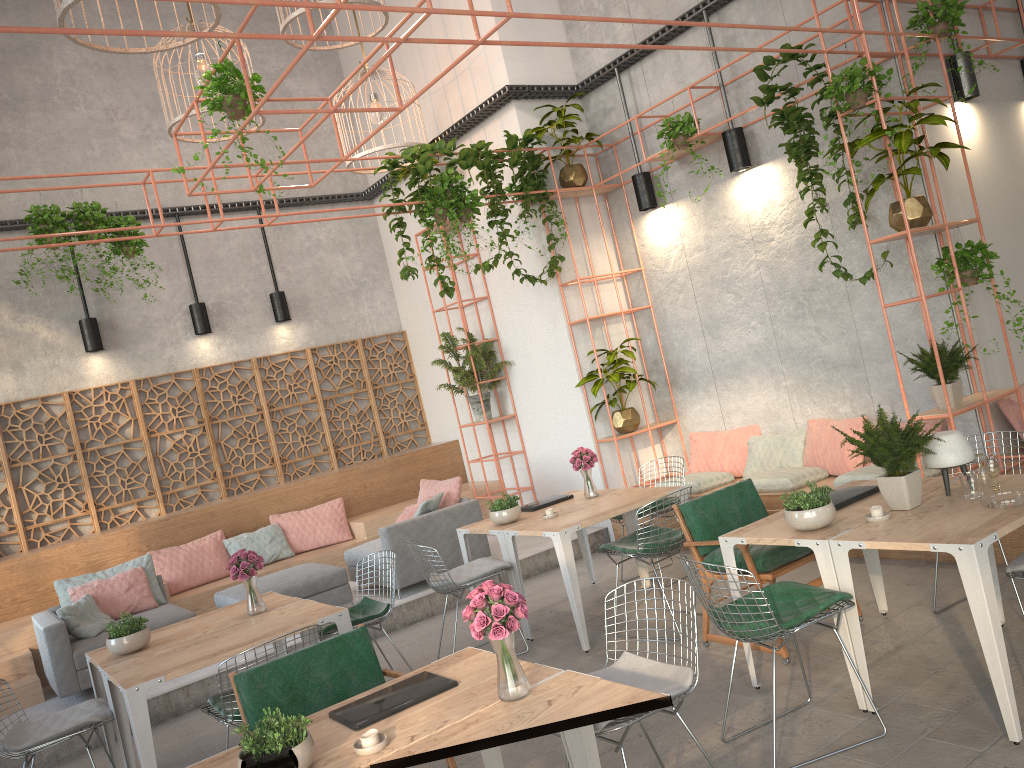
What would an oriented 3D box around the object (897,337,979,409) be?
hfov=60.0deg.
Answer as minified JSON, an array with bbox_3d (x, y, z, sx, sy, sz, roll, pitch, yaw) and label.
[{"bbox_3d":[2.977,-0.089,6.173,0.368,0.527,0.438,-13,0,-34],"label":"object"}]

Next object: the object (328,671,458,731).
[{"bbox_3d":[-0.442,1.183,3.317,0.427,0.031,0.268,-13,0,-34],"label":"object"}]

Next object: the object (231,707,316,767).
[{"bbox_3d":[-0.766,1.151,2.852,0.252,0.247,0.247,-13,0,-34],"label":"object"}]

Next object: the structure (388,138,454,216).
[{"bbox_3d":[-1.005,-2.336,10.048,0.903,0.803,0.934,-13,0,28],"label":"structure"}]

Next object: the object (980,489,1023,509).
[{"bbox_3d":[2.239,0.521,4.014,0.218,0.041,0.218,-13,0,-25],"label":"object"}]

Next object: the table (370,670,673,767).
[{"bbox_3d":[-0.005,1.514,2.599,1.214,0.830,0.694,-13,0,-34],"label":"table"}]

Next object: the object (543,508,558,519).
[{"bbox_3d":[0.278,0.950,6.553,0.115,0.078,0.115,-13,0,-28],"label":"object"}]

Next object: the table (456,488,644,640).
[{"bbox_3d":[0.322,1.398,7.084,1.205,0.830,0.694,-13,0,-34],"label":"table"}]

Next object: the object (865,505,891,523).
[{"bbox_3d":[1.761,0.620,4.280,0.115,0.078,0.115,-13,0,-28],"label":"object"}]

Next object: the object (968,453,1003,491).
[{"bbox_3d":[2.358,0.438,4.403,0.210,0.154,0.165,-13,0,-44],"label":"object"}]

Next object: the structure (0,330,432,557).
[{"bbox_3d":[-4.576,1.111,9.582,9.782,2.103,0.132,-13,0,-34],"label":"structure"}]

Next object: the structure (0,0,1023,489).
[{"bbox_3d":[1.891,-0.972,7.632,14.096,4.345,4.501,-13,0,-35],"label":"structure"}]

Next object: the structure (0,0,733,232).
[{"bbox_3d":[1.094,-3.137,4.673,15.203,0.110,15.603,-13,0,-34],"label":"structure"}]

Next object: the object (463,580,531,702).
[{"bbox_3d":[-0.038,0.881,3.060,0.225,0.414,0.213,-13,0,-41],"label":"object"}]

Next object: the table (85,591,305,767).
[{"bbox_3d":[-1.891,1.921,5.564,1.205,0.830,0.694,-13,0,-34],"label":"table"}]

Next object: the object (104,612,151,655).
[{"bbox_3d":[-2.273,1.461,5.241,0.252,0.247,0.247,-13,0,-34],"label":"object"}]

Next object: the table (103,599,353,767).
[{"bbox_3d":[-1.511,1.836,4.989,1.214,0.830,0.694,-13,0,-34],"label":"table"}]

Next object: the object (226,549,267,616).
[{"bbox_3d":[-1.630,1.224,5.496,0.225,0.414,0.213,-13,0,-41],"label":"object"}]

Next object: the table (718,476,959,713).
[{"bbox_3d":[1.853,1.057,4.737,1.205,0.830,0.694,-13,0,-34],"label":"table"}]

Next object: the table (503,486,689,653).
[{"bbox_3d":[0.703,1.313,6.507,1.214,0.830,0.694,-13,0,-34],"label":"table"}]

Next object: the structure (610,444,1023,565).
[{"bbox_3d":[4.559,0.588,8.838,5.831,0.500,4.386,-13,0,-34],"label":"structure"}]

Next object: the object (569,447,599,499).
[{"bbox_3d":[0.587,0.700,7.019,0.225,0.414,0.213,-13,0,-41],"label":"object"}]

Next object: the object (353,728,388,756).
[{"bbox_3d":[-0.465,1.167,2.904,0.115,0.073,0.115,-13,0,-39],"label":"object"}]

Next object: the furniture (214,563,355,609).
[{"bbox_3d":[-2.070,1.951,8.015,0.975,0.446,0.941,-13,0,-34],"label":"furniture"}]

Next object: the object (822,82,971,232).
[{"bbox_3d":[2.634,-1.515,6.033,0.903,0.947,0.934,-13,0,18],"label":"object"}]

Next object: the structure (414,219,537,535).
[{"bbox_3d":[-0.398,-0.071,10.198,0.424,3.596,0.624,-13,0,-34],"label":"structure"}]

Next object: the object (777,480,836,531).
[{"bbox_3d":[1.470,0.596,4.413,0.254,0.247,0.248,-13,0,-34],"label":"object"}]

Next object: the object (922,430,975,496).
[{"bbox_3d":[2.205,0.400,4.469,0.241,0.313,0.241,-13,0,11],"label":"object"}]

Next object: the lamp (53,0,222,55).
[{"bbox_3d":[-2.520,-3.779,5.092,0.883,3.476,0.883,-13,0,19],"label":"lamp"}]

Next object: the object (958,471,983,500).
[{"bbox_3d":[2.207,0.487,4.255,0.095,0.119,0.095,-13,0,-10],"label":"object"}]

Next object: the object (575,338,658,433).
[{"bbox_3d":[1.028,0.044,8.956,0.903,0.919,0.934,-13,0,28],"label":"object"}]

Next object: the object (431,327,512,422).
[{"bbox_3d":[-0.452,-0.114,10.087,0.900,1.097,0.894,-13,0,-5],"label":"object"}]

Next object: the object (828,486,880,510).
[{"bbox_3d":[1.795,0.628,4.879,0.427,0.031,0.268,-13,0,-34],"label":"object"}]

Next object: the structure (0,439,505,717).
[{"bbox_3d":[-3.674,1.988,8.034,9.152,1.111,3.396,-13,0,-34],"label":"structure"}]

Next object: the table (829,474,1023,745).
[{"bbox_3d":[2.234,0.972,4.161,1.214,0.830,0.694,-13,0,-34],"label":"table"}]

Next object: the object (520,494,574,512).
[{"bbox_3d":[0.263,0.970,7.226,0.427,0.031,0.268,-13,0,-34],"label":"object"}]

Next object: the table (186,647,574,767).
[{"bbox_3d":[-0.386,1.599,3.176,1.205,0.830,0.694,-13,0,-34],"label":"table"}]

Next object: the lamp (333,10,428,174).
[{"bbox_3d":[-1.665,-4.002,9.152,0.883,3.476,0.883,-13,0,19],"label":"lamp"}]

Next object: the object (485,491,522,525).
[{"bbox_3d":[-0.061,0.938,6.760,0.254,0.247,0.248,-13,0,-34],"label":"object"}]

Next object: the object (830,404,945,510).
[{"bbox_3d":[1.870,0.358,4.387,0.368,0.527,0.438,-13,0,-34],"label":"object"}]

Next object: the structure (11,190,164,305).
[{"bbox_3d":[-4.365,-1.363,9.053,1.434,1.290,0.670,-13,0,-34],"label":"structure"}]
